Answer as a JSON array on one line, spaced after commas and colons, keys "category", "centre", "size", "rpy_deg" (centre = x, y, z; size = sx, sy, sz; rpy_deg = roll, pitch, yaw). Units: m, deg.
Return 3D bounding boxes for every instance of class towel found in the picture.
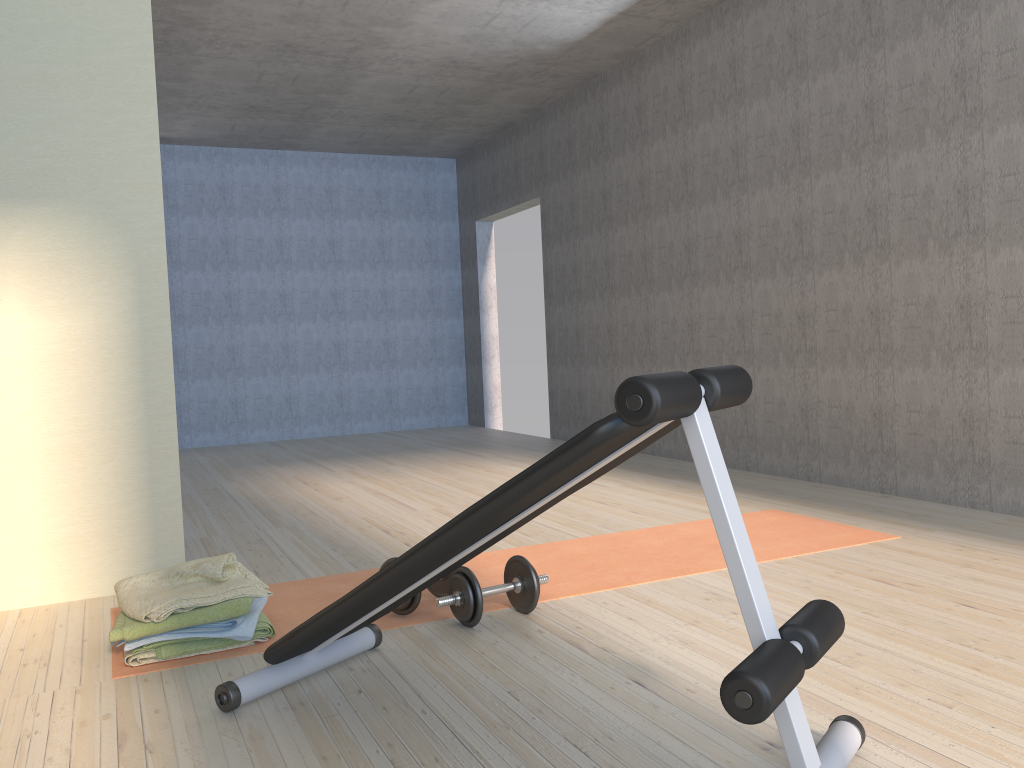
[{"category": "towel", "centre": [-0.934, 0.633, 2.527], "size": [0.376, 0.085, 0.371], "rpy_deg": [-3, 3, -20]}, {"category": "towel", "centre": [-0.925, 0.577, 2.550], "size": [0.384, 0.123, 0.373], "rpy_deg": [-5, 3, -41]}, {"category": "towel", "centre": [-0.907, 0.691, 2.571], "size": [0.380, 0.081, 0.367], "rpy_deg": [-4, 3, -27]}, {"category": "towel", "centre": [-0.915, 0.667, 2.546], "size": [0.383, 0.078, 0.383], "rpy_deg": [-3, 2, -8]}, {"category": "towel", "centre": [-0.927, 0.715, 2.571], "size": [0.376, 0.044, 0.371], "rpy_deg": [-4, 3, -26]}]

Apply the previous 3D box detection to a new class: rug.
[{"category": "rug", "centre": [0.089, 0.665, 3.174], "size": [2.779, 0.002, 0.716], "rpy_deg": [-4, 3, -24]}]

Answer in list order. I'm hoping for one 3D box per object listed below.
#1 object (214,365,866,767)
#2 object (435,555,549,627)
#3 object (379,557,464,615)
[{"category": "object", "centre": [-0.020, 0.352, 1.848], "size": [1.312, 0.746, 0.505], "rpy_deg": [-1, 3, 35]}, {"category": "object", "centre": [-0.053, 0.612, 2.627], "size": [0.385, 0.176, 0.176], "rpy_deg": [-4, 3, -33]}, {"category": "object", "centre": [-0.283, 0.607, 2.762], "size": [0.176, 0.176, 0.385], "rpy_deg": [-1, 3, 37]}]
